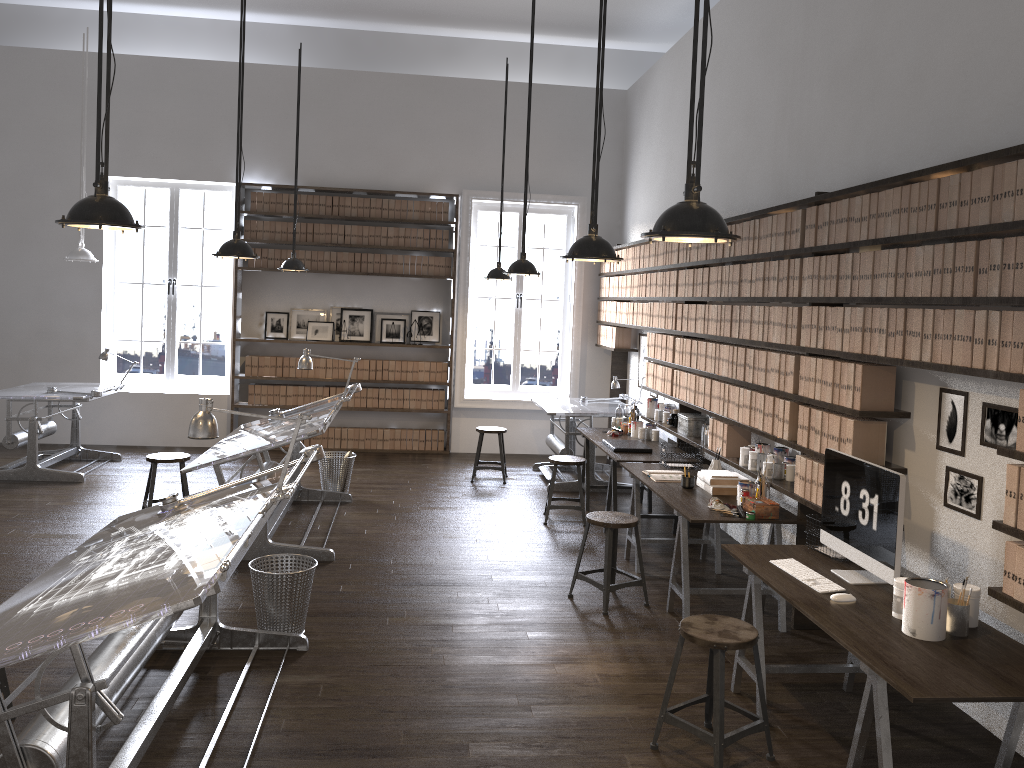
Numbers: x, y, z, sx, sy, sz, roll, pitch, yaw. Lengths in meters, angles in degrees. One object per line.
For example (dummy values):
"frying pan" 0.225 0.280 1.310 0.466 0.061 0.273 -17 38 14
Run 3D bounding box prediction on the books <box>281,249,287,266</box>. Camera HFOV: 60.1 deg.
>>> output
"books" -2.598 -1.424 10.138 0.066 0.225 0.175 2 4 -6

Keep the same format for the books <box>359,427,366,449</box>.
"books" -1.746 0.631 10.322 0.067 0.225 0.175 2 3 -6

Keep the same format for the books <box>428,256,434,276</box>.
"books" -0.942 -1.372 10.319 0.066 0.225 0.175 2 4 -6

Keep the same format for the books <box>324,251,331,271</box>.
"books" -2.122 -1.409 10.189 0.066 0.225 0.175 2 3 -7

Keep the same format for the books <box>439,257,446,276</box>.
"books" -0.814 -1.368 10.338 0.066 0.225 0.175 2 4 -6

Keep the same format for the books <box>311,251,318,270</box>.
"books" -2.261 -1.413 10.175 0.066 0.225 0.175 2 4 -6

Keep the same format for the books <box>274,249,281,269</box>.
"books" -2.669 -1.426 10.130 0.066 0.225 0.175 2 3 -6

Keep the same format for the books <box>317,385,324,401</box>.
"books" -2.218 0.135 10.248 0.066 0.225 0.175 2 3 -7

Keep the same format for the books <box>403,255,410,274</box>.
"books" -1.223 -1.381 10.289 0.067 0.225 0.175 2 3 -6

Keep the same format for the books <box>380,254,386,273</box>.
"books" -1.491 -1.389 10.263 0.066 0.225 0.175 2 4 -7

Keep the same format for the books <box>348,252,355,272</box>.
"books" -1.851 -1.400 10.223 0.066 0.225 0.175 2 4 -6

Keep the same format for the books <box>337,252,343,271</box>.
"books" -1.978 -1.404 10.202 0.067 0.225 0.175 2 3 -6

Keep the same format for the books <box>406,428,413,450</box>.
"books" -1.200 0.647 10.390 0.066 0.225 0.175 2 3 -6

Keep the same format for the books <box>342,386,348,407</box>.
"books" -1.934 0.144 10.278 0.066 0.225 0.175 2 4 -7

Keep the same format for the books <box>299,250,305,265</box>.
"books" -2.402 -1.417 10.157 0.066 0.225 0.175 2 4 -6

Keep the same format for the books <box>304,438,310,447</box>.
"books" -2.366 0.611 10.253 0.067 0.225 0.175 2 3 -7

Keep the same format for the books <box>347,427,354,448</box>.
"books" -1.875 0.626 10.310 0.066 0.225 0.175 2 4 -7

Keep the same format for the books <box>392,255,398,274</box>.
"books" -1.358 -1.385 10.277 0.066 0.225 0.175 2 4 -7

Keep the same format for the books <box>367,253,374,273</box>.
"books" -1.631 -1.393 10.243 0.066 0.225 0.175 2 3 -6

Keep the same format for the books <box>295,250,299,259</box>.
"books" -2.465 -1.419 10.152 0.066 0.225 0.175 2 4 -6

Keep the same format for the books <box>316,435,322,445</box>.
"books" -2.227 0.615 10.271 0.066 0.225 0.175 2 4 -7

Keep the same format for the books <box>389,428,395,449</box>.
"books" -1.404 0.641 10.365 0.066 0.225 0.175 2 4 -6

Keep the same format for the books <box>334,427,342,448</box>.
"books" -2.021 0.622 10.294 0.066 0.225 0.175 2 3 -7

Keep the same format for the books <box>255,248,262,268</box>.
"books" -2.884 -1.432 10.101 0.067 0.225 0.175 2 3 -6

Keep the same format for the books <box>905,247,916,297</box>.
"books" 1.832 -0.485 3.892 0.174 0.225 0.067 2 3 -6

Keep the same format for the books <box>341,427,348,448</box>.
"books" -1.947 0.624 10.300 0.067 0.225 0.175 2 3 -6

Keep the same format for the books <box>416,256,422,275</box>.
"books" -1.084 -1.377 10.310 0.066 0.225 0.175 2 3 -7

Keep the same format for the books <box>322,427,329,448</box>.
"books" -2.164 0.618 10.274 0.067 0.225 0.175 2 3 -6

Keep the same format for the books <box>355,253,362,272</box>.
"books" -1.776 -1.398 10.226 0.067 0.225 0.175 2 3 -7

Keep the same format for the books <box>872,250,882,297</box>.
"books" 1.799 -0.512 4.165 0.174 0.225 0.067 2 3 -6

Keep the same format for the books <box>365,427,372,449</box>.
"books" -1.677 0.632 10.337 0.066 0.225 0.175 2 3 -6

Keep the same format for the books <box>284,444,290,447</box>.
"books" -2.582 0.604 10.233 0.066 0.225 0.175 2 3 -7

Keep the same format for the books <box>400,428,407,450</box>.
"books" -1.270 0.645 10.382 0.066 0.225 0.175 2 4 -6

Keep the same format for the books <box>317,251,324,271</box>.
"books" -2.192 -1.411 10.185 0.066 0.225 0.175 2 3 -6

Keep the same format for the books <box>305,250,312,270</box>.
"books" -2.330 -1.415 10.164 0.067 0.225 0.175 2 3 -7

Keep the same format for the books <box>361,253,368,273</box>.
"books" -1.703 -1.396 10.240 0.066 0.225 0.175 2 4 -6

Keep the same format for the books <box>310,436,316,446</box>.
"books" -2.293 0.613 10.266 0.066 0.225 0.175 2 4 -6

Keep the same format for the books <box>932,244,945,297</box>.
"books" 1.848 -0.465 3.678 0.174 0.225 0.067 2 3 -6

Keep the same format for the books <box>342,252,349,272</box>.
"books" -1.915 -1.402 10.213 0.066 0.225 0.175 2 4 -7

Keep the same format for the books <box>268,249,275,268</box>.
"books" -2.738 -1.427 10.118 0.066 0.225 0.175 2 3 -7

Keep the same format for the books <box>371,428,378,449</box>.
"books" -1.608 0.634 10.343 0.066 0.225 0.175 2 4 -6

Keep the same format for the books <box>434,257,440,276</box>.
"books" -0.877 -1.370 10.326 0.067 0.225 0.175 2 3 -7

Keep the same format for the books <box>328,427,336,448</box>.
"books" -2.092 0.620 10.282 0.066 0.225 0.175 2 4 -7

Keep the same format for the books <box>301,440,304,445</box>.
"books" -2.441 0.608 10.250 0.066 0.225 0.175 2 4 -6

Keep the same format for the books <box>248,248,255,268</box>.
"books" -2.958 -1.435 10.098 0.066 0.225 0.175 2 4 -7

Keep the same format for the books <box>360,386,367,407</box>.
"books" -1.724 0.150 10.307 0.066 0.225 0.175 2 4 -6

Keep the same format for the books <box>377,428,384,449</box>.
"books" -1.537 0.637 10.347 0.067 0.225 0.175 2 3 -7

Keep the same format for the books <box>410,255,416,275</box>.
"books" -1.154 -1.379 10.301 0.066 0.225 0.175 2 4 -7

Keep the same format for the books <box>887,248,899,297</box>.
"books" 1.810 -0.499 4.030 0.174 0.225 0.067 2 3 -7

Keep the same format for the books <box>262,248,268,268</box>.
"books" -2.810 -1.430 10.115 0.066 0.225 0.175 2 4 -7

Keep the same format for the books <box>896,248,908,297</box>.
"books" 1.822 -0.492 3.961 0.174 0.225 0.067 2 3 -6

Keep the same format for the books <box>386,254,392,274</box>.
"books" -1.424 -1.387 10.265 0.067 0.225 0.175 2 3 -6

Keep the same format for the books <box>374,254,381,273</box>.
"books" -1.562 -1.391 10.255 0.066 0.225 0.175 2 3 -7

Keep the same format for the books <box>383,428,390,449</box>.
"books" -1.466 0.639 10.357 0.066 0.225 0.175 2 4 -6

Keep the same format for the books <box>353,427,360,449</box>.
"books" -1.813 0.628 10.319 0.066 0.225 0.175 2 4 -7

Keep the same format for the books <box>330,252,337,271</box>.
"books" -2.049 -1.406 10.194 0.066 0.225 0.175 2 4 -7

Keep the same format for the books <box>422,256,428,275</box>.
"books" -1.015 -1.374 10.314 0.066 0.225 0.175 2 3 -6

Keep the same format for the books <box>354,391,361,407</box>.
"books" -1.793 0.148 10.301 0.066 0.225 0.175 2 3 -6

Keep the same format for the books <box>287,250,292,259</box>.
"books" -2.530 -1.421 10.140 0.067 0.225 0.175 2 3 -7
